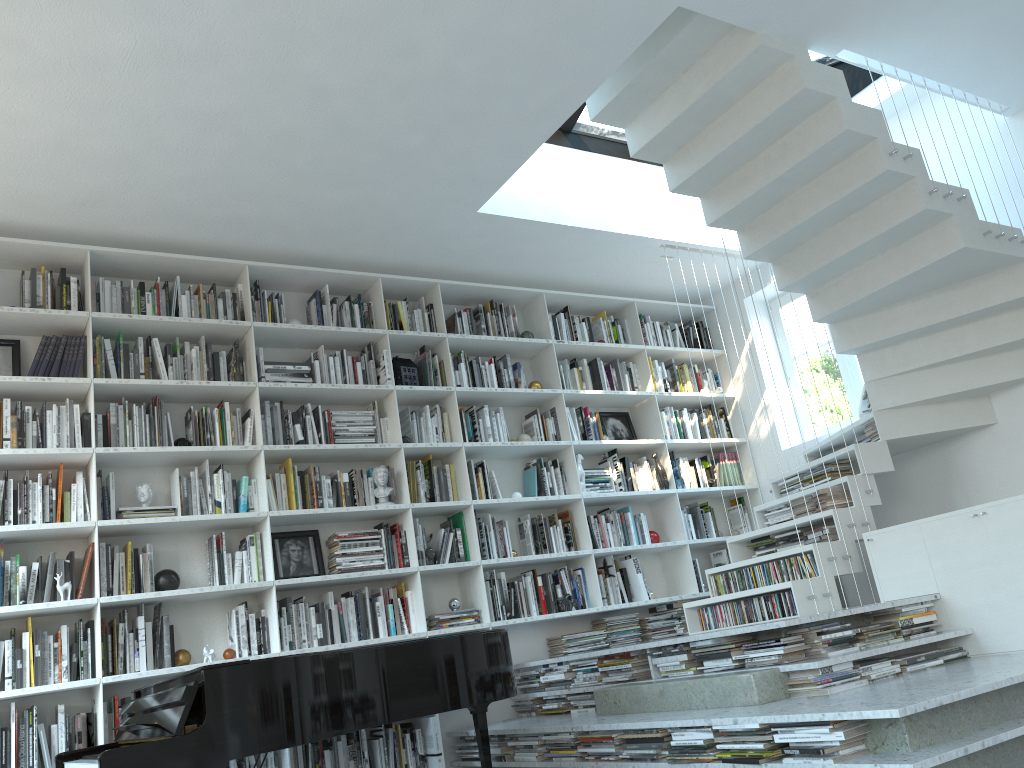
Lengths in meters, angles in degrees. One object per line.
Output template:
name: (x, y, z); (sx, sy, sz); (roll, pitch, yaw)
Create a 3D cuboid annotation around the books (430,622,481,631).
books: (-0.345, 1.444, 5.250); (0.285, 0.012, 0.160); (0, -20, -30)

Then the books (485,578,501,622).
books: (-0.142, 1.345, 5.468); (0.023, 0.261, 0.187); (1, -20, -32)

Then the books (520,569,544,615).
books: (0.125, 1.340, 5.650); (0.012, 0.292, 0.175); (1, -20, -32)

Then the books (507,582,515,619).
books: (-0.036, 1.368, 5.547); (0.065, 0.230, 0.162); (1, -20, -32)

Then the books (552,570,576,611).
books: (0.314, 1.360, 5.771); (0.070, 0.265, 0.186); (1, -20, -32)

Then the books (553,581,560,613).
books: (0.246, 1.388, 5.728); (0.022, 0.210, 0.136); (1, -20, -32)

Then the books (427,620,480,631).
books: (-0.349, 1.435, 5.257); (0.285, 0.012, 0.160); (0, -19, -28)

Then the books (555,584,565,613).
books: (0.271, 1.400, 5.732); (0.025, 0.180, 0.169); (1, -20, -32)

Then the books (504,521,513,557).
books: (-0.060, 1.017, 5.682); (0.013, 0.250, 0.173); (1, -20, -32)

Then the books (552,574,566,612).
books: (0.280, 1.369, 5.753); (0.012, 0.248, 0.165); (1, -20, -32)

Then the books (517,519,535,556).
books: (0.094, 1.021, 5.783); (0.019, 0.251, 0.130); (1, -20, -32)

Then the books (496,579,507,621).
books: (-0.102, 1.350, 5.494); (0.023, 0.255, 0.178); (1, -20, -32)

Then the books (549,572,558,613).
books: (0.222, 1.362, 5.722); (0.026, 0.262, 0.170); (1, -20, -32)

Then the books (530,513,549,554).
books: (0.177, 1.009, 5.847); (0.007, 0.284, 0.160); (1, -20, -32)

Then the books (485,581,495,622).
books: (-0.166, 1.356, 5.473); (0.012, 0.253, 0.161); (1, -20, -32)

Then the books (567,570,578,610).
books: (0.358, 1.366, 5.811); (0.021, 0.264, 0.150); (1, -20, -32)

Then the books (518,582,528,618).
books: (0.032, 1.374, 5.597); (0.024, 0.227, 0.160); (1, -20, -32)

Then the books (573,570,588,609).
books: (0.426, 1.367, 5.840); (0.026, 0.257, 0.157); (1, -20, -32)

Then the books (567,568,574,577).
books: (0.375, 1.363, 5.840); (0.012, 0.281, 0.144); (1, -20, -32)

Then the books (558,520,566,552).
books: (0.286, 1.032, 5.885); (0.018, 0.229, 0.182); (1, -20, -32)

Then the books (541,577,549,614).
books: (0.178, 1.374, 5.700); (0.021, 0.242, 0.131); (1, -20, -32)

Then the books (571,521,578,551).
books: (0.384, 1.044, 5.968); (0.009, 0.223, 0.146); (1, -20, -32)

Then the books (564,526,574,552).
books: (0.342, 1.052, 5.896); (0.016, 0.180, 0.190); (1, -20, -32)

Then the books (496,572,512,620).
books: (-0.082, 1.332, 5.512); (0.030, 0.293, 0.189); (1, -20, -32)

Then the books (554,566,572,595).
books: (0.342, 1.351, 5.805); (0.013, 0.293, 0.135); (1, -20, -32)

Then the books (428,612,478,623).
books: (-0.352, 1.385, 5.262); (0.254, 0.012, 0.161); (2, -20, -32)

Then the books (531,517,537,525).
books: (0.134, 1.017, 5.809); (0.015, 0.261, 0.150); (1, -20, -32)

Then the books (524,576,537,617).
books: (0.080, 1.359, 5.617); (0.025, 0.251, 0.182); (1, -20, -32)

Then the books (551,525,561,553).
books: (0.253, 1.048, 5.860); (0.015, 0.194, 0.176); (1, -20, -32)

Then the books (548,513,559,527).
books: (0.272, 1.011, 5.886); (0.006, 0.273, 0.173); (1, -20, -32)

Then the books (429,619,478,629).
books: (-0.349, 1.422, 5.258); (0.254, 0.012, 0.161); (-1, -19, -27)

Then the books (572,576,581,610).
books: (0.382, 1.383, 5.804); (0.013, 0.219, 0.169); (1, -20, -32)

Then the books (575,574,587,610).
books: (0.411, 1.378, 5.817); (0.025, 0.227, 0.176); (1, -20, -32)

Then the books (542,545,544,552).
books: (0.156, 1.049, 5.834); (0.031, 0.208, 0.122); (1, -20, -32)

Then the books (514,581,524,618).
books: (0.007, 1.372, 5.587); (0.029, 0.234, 0.143); (1, -20, -32)

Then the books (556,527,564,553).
books: (0.271, 1.053, 5.864); (0.019, 0.182, 0.191); (1, -20, -32)

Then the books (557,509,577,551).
books: (0.362, 1.002, 5.943); (0.007, 0.294, 0.162); (1, -20, -32)

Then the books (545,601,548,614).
books: (0.162, 1.373, 5.682); (0.025, 0.237, 0.157); (1, -20, -32)

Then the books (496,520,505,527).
books: (-0.071, 1.012, 5.675); (0.014, 0.260, 0.142); (1, -20, -32)

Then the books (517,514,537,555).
books: (0.099, 1.008, 5.807); (0.016, 0.289, 0.132); (1, -20, -32)

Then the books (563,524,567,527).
books: (0.339, 1.050, 5.931); (0.016, 0.204, 0.142); (1, -20, -32)

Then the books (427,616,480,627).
books: (-0.350, 1.410, 5.260); (0.285, 0.012, 0.160); (0, -20, -30)

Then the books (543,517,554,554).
books: (0.204, 1.017, 5.828); (0.018, 0.250, 0.184); (1, -20, -32)

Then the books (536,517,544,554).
books: (0.145, 1.019, 5.815); (0.008, 0.258, 0.159); (1, -20, -32)

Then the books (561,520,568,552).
books: (0.309, 1.036, 5.915); (0.021, 0.231, 0.155); (1, -20, -32)

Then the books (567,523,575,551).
books: (0.357, 1.048, 5.931); (0.013, 0.203, 0.159); (1, -20, -32)

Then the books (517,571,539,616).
books: (0.104, 1.351, 5.659); (0.012, 0.284, 0.160); (1, -20, -32)

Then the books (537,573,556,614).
books: (0.204, 1.359, 5.702); (0.026, 0.261, 0.174); (1, -20, -32)

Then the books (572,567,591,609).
books: (0.446, 1.361, 5.856); (0.025, 0.271, 0.171); (1, -20, -32)

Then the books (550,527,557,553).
books: (0.225, 1.050, 5.828); (0.018, 0.181, 0.182); (1, -20, -32)

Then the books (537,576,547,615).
books: (0.146, 1.365, 5.656); (0.031, 0.243, 0.185); (1, -20, -32)

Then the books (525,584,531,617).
books: (0.058, 1.379, 5.615); (0.012, 0.220, 0.153); (1, -20, -32)

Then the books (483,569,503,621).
books: (-0.133, 1.321, 5.485); (0.010, 0.315, 0.187); (1, -20, -32)

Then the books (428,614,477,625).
books: (-0.354, 1.400, 5.267); (0.254, 0.012, 0.161); (0, -19, -28)

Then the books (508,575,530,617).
books: (0.046, 1.355, 5.611); (0.014, 0.267, 0.172); (1, -20, -32)

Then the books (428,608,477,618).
books: (-0.356, 1.363, 5.270); (0.254, 0.012, 0.161); (-2, -19, -24)

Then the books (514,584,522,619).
books: (-0.003, 1.376, 5.566); (0.011, 0.216, 0.176); (1, -20, -32)

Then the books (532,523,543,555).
books: (0.132, 1.034, 5.783); (0.016, 0.215, 0.178); (1, -20, -32)

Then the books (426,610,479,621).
books: (-0.357, 1.377, 5.273); (0.285, 0.012, 0.160); (0, -20, -29)
